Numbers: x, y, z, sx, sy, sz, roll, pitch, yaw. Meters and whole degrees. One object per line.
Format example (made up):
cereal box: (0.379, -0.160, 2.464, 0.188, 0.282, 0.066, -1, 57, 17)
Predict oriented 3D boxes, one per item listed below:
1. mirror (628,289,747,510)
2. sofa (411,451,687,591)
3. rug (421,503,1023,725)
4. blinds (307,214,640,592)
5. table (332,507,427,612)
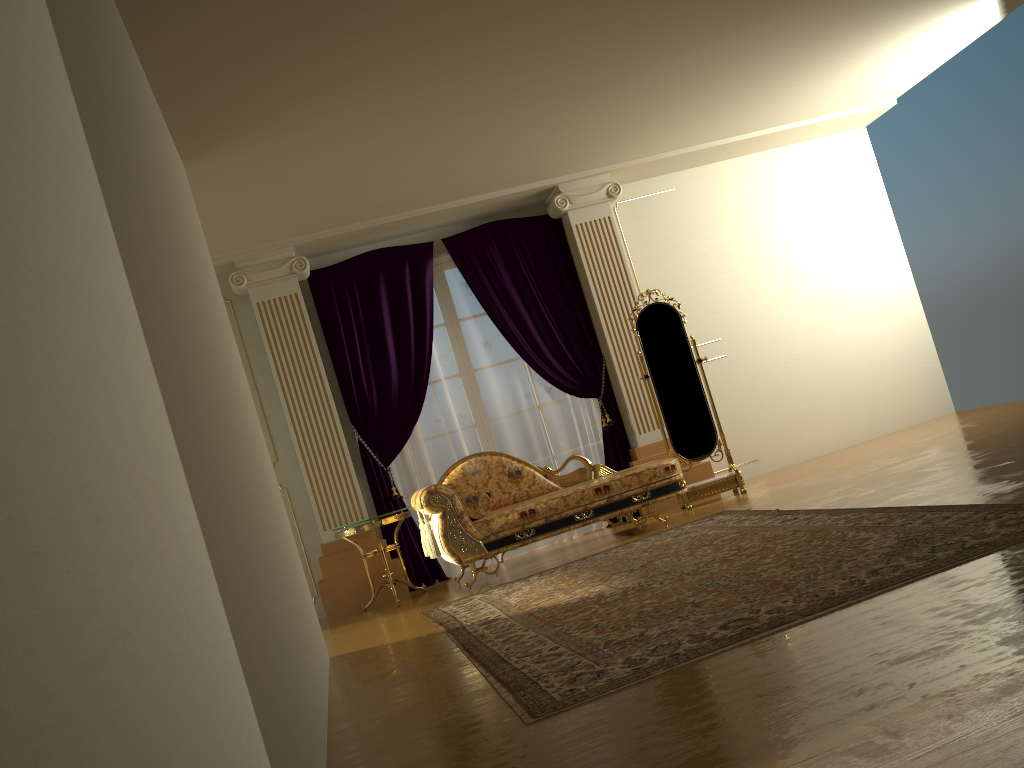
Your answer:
mirror: (1.286, 0.082, 6.748, 0.541, 1.696, 0.244, -17, -1, -2)
sofa: (0.265, 0.770, 6.172, 1.885, 0.869, 0.698, -16, -3, -13)
rug: (0.726, 0.884, 4.156, 2.108, 0.017, 3.103, -16, -5, -13)
blinds: (-0.246, 0.089, 7.120, 2.226, 2.647, 0.341, -16, -1, -12)
table: (-0.911, 1.262, 6.302, 0.577, 0.641, 0.567, -19, -4, 32)
